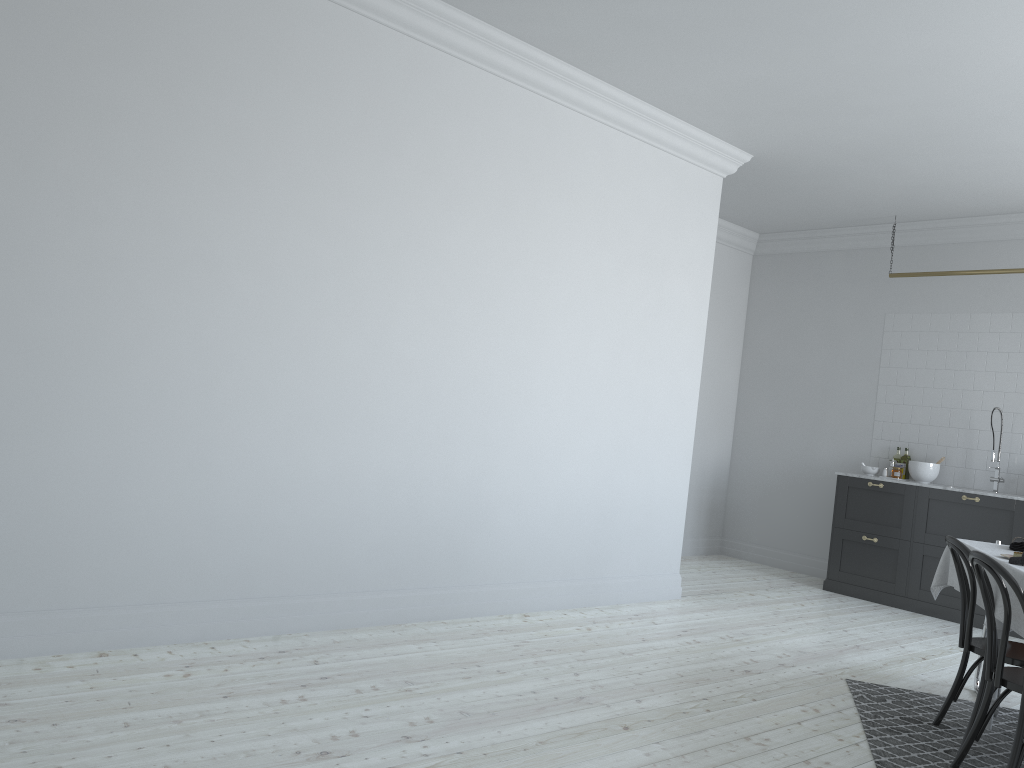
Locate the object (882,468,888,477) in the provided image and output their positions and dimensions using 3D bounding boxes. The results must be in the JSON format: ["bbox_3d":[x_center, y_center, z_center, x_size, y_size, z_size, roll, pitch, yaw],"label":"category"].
[{"bbox_3d":[3.300,0.784,7.843,0.046,0.084,0.046,6,-2,35],"label":"object"}]

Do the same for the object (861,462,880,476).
[{"bbox_3d":[3.225,0.768,7.971,0.159,0.110,0.172,5,-2,43],"label":"object"}]

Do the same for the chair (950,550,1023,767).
[{"bbox_3d":[2.015,1.128,3.385,0.564,0.909,0.463,6,-2,7],"label":"chair"}]

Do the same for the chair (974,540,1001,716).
[{"bbox_3d":[2.768,1.288,4.582,0.546,0.837,0.593,6,-2,20],"label":"chair"}]

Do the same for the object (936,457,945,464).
[{"bbox_3d":[3.621,0.732,7.638,0.209,0.232,0.042,7,-2,-1],"label":"object"}]

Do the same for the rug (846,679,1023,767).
[{"bbox_3d":[2.334,1.615,3.557,1.701,0.021,2.166,6,-2,16],"label":"rug"}]

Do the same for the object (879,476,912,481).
[{"bbox_3d":[3.393,0.835,7.850,0.272,0.008,0.180,8,-2,-42],"label":"object"}]

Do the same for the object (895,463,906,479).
[{"bbox_3d":[3.439,0.772,7.861,0.044,0.141,0.077,8,-2,-42],"label":"object"}]

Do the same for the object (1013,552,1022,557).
[{"bbox_3d":[2.251,0.762,3.925,0.057,0.037,0.021,5,-2,39],"label":"object"}]

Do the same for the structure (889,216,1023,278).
[{"bbox_3d":[4.017,-1.162,7.126,0.053,0.556,1.988,8,-2,-42],"label":"structure"}]

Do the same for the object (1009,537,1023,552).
[{"bbox_3d":[2.525,0.800,4.432,0.165,0.061,0.247,7,-2,-2],"label":"object"}]

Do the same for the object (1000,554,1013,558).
[{"bbox_3d":[2.264,0.777,3.923,0.182,0.013,0.182,8,-2,-27],"label":"object"}]

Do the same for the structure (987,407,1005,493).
[{"bbox_3d":[3.913,0.532,7.182,0.266,0.692,0.100,8,-2,-42],"label":"structure"}]

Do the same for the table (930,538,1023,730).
[{"bbox_3d":[2.507,1.220,3.560,1.210,0.842,2.179,6,-2,15],"label":"table"}]

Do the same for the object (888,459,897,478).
[{"bbox_3d":[3.363,0.747,7.845,0.059,0.172,0.059,7,-2,-10],"label":"object"}]

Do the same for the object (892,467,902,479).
[{"bbox_3d":[3.374,0.782,7.775,0.078,0.101,0.078,7,-2,-13],"label":"object"}]

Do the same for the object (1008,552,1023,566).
[{"bbox_3d":[2.222,0.742,3.672,0.247,0.061,0.165,7,-2,-2],"label":"object"}]

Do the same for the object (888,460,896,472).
[{"bbox_3d":[3.387,0.752,7.905,0.059,0.172,0.059,7,-2,-10],"label":"object"}]

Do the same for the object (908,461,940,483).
[{"bbox_3d":[3.555,0.765,7.663,0.247,0.175,0.247,8,-2,-28],"label":"object"}]

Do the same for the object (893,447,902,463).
[{"bbox_3d":[3.451,0.705,7.941,0.066,0.282,0.066,5,-2,43],"label":"object"}]

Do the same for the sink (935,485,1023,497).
[{"bbox_3d":[3.763,0.961,7.100,0.384,0.203,0.669,8,-2,-42],"label":"sink"}]

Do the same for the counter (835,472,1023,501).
[{"bbox_3d":[4.354,0.922,6.516,0.624,0.020,3.902,8,-2,-42],"label":"counter"}]

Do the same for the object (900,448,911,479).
[{"bbox_3d":[3.502,0.709,7.876,0.082,0.282,0.089,8,-2,-42],"label":"object"}]

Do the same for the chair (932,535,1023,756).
[{"bbox_3d":[2.185,1.164,3.928,0.564,0.909,0.463,6,-2,12],"label":"chair"}]

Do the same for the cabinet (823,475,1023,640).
[{"bbox_3d":[4.286,1.433,6.493,0.646,1.012,3.897,8,-2,-42],"label":"cabinet"}]
